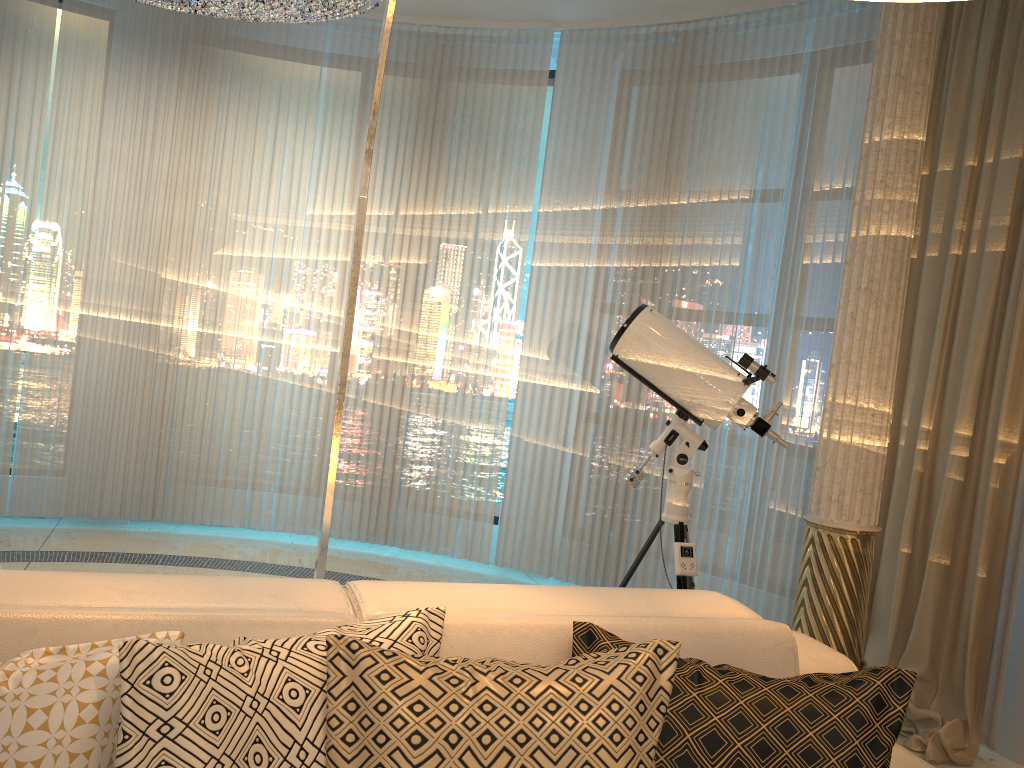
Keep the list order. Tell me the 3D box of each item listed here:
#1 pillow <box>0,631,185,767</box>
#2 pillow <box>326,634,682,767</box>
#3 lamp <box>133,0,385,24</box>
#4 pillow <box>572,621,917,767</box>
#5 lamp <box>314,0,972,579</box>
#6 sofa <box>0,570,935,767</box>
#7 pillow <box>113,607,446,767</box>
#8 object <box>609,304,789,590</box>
[{"bbox_3d":[-0.711,0.535,1.208,0.463,0.380,0.222,6,2,-15],"label":"pillow"},{"bbox_3d":[-0.024,0.605,1.405,0.575,0.436,0.301,6,2,-13],"label":"pillow"},{"bbox_3d":[-1.353,-1.865,3.486,2.109,0.685,2.109,8,2,26],"label":"lamp"},{"bbox_3d":[0.361,0.648,1.515,0.575,0.436,0.301,7,2,12],"label":"pillow"},{"bbox_3d":[-0.072,-0.073,1.206,0.393,2.519,2.009,6,2,-19],"label":"lamp"},{"bbox_3d":[-0.217,0.795,1.340,2.328,0.754,1.145,6,2,-19],"label":"sofa"},{"bbox_3d":[-0.347,0.572,1.368,0.587,0.429,0.288,5,3,-45],"label":"pillow"},{"bbox_3d":[0.589,0.475,3.055,0.616,1.471,0.570,6,2,-13],"label":"object"}]
